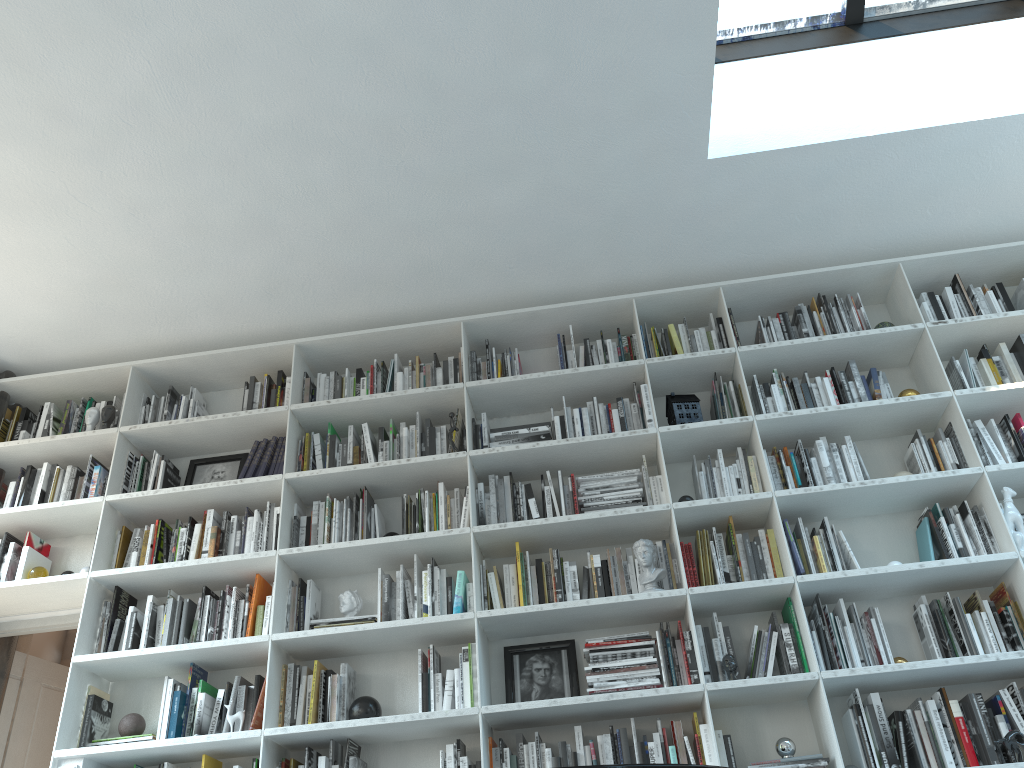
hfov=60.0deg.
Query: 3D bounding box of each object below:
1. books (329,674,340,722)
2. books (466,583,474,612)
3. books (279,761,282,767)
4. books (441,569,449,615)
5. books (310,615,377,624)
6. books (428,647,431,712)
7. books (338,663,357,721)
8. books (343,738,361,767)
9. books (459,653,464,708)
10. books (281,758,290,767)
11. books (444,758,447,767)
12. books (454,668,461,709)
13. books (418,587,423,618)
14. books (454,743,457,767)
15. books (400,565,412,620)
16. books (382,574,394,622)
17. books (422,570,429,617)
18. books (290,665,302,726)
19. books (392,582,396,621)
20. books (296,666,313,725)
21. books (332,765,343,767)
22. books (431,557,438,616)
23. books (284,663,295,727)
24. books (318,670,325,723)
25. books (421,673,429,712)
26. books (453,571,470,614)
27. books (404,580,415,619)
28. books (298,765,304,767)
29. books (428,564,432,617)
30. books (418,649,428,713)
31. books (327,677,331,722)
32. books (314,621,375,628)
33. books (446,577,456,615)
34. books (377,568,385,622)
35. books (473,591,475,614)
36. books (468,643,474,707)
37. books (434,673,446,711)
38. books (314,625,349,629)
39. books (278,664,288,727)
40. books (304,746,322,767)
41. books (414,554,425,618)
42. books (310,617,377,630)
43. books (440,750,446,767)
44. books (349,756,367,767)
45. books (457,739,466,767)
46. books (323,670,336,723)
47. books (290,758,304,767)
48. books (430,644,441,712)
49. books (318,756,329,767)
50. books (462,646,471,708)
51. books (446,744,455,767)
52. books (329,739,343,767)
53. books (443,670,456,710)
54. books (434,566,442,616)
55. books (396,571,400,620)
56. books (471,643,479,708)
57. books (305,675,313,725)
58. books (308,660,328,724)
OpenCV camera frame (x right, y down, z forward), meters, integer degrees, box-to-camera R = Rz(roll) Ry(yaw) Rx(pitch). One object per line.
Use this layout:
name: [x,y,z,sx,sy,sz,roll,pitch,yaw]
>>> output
books: [-0.699,1.309,3.598,0.028,0.215,0.176,-7,-33,4]
books: [-0.165,0.955,3.761,0.027,0.180,0.142,-7,-33,4]
books: [-0.882,1.622,3.442,0.013,0.274,0.148,-7,-33,4]
books: [-0.277,0.941,3.794,0.022,0.255,0.153,-7,-33,4]
books: [-0.699,1.029,3.787,0.285,0.012,0.160,-5,-34,1]
books: [-0.319,1.236,3.604,0.011,0.290,0.156,-7,-33,4]
books: [-0.671,1.293,3.622,0.028,0.264,0.145,-7,-33,4]
books: [-0.633,1.559,3.425,0.050,0.326,0.167,-7,-33,4]
books: [-0.187,1.229,3.566,0.012,0.243,0.172,-7,-33,4]
books: [-0.871,1.612,3.435,0.013,0.281,0.147,-7,-33,4]
books: [-0.236,1.563,3.387,0.015,0.224,0.149,-7,-33,4]
books: [-0.202,1.260,3.561,0.024,0.187,0.173,-7,-33,4]
books: [-0.371,0.980,3.782,0.025,0.188,0.141,-7,-33,4]
books: [-0.200,1.534,3.394,0.010,0.275,0.156,-7,-33,4]
books: [-0.453,0.938,3.795,0.012,0.284,0.168,-7,-33,4]
books: [-0.519,0.962,3.788,0.030,0.246,0.175,-7,-33,4]
books: [-0.350,0.943,3.780,0.028,0.245,0.171,-7,-33,4]
books: [-0.865,1.312,3.636,0.026,0.273,0.155,-7,-33,4]
books: [-0.488,0.982,3.804,0.024,0.225,0.138,-7,-33,4]
books: [-0.835,1.309,3.624,0.036,0.262,0.167,-7,-33,4]
books: [-0.666,1.609,3.418,0.029,0.239,0.136,-7,-33,4]
books: [-0.320,0.916,3.791,0.011,0.299,0.179,-7,-33,4]
books: [-0.891,1.309,3.636,0.025,0.283,0.146,-7,-33,4]
books: [-0.758,1.309,3.616,0.014,0.242,0.154,-7,-33,4]
books: [-0.335,1.276,3.567,0.025,0.185,0.155,-7,-33,4]
books: [-0.213,0.931,3.762,0.060,0.226,0.180,-7,-33,4]
books: [-0.419,0.968,3.790,0.048,0.223,0.150,-7,-33,4]
books: [-0.801,1.616,3.418,0.042,0.246,0.163,-7,-33,4]
books: [-0.332,0.927,3.775,0.012,0.264,0.194,-7,-33,4]
books: [-0.356,1.240,3.599,0.012,0.283,0.160,-7,-33,4]
books: [-0.718,1.317,3.600,0.011,0.206,0.181,-7,-33,4]
books: [-0.697,1.050,3.776,0.254,0.012,0.162,-6,-34,2]
books: [-0.252,0.953,3.783,0.026,0.218,0.150,-7,-33,4]
books: [-0.550,0.953,3.805,0.012,0.283,0.160,-7,-33,4]
books: [-0.140,0.938,3.771,0.026,0.216,0.127,-7,-33,4]
books: [-0.150,1.208,3.571,0.011,0.277,0.188,-7,-33,4]
books: [-0.283,1.279,3.575,0.030,0.182,0.155,-7,-33,4]
books: [-0.697,1.058,3.765,0.254,0.012,0.162,-5,-34,0]
books: [-0.920,1.317,3.646,0.012,0.283,0.160,-7,-33,4]
books: [-0.776,1.585,3.433,0.014,0.311,0.167,-7,-33,4]
books: [-0.395,0.917,3.809,0.010,0.327,0.174,-7,-33,4]
books: [-0.698,1.041,3.784,0.285,0.012,0.160,-8,-34,6]
books: [-0.252,1.548,3.389,0.012,0.252,0.161,-7,-33,4]
books: [-0.593,1.581,3.403,0.027,0.259,0.164,-7,-33,4]
books: [-0.189,1.525,3.394,0.014,0.289,0.132,-7,-33,4]
books: [-0.735,1.313,3.629,0.028,0.246,0.143,-7,-33,4]
books: [-0.830,1.605,3.420,0.012,0.271,0.182,-7,-33,4]
books: [-0.308,1.230,3.602,0.012,0.296,0.167,-7,-33,4]
books: [-0.709,1.593,3.414,0.027,0.267,0.186,-7,-33,4]
books: [-0.168,1.220,3.577,0.027,0.268,0.179,-7,-33,4]
books: [-0.219,1.532,3.382,0.027,0.268,0.159,-7,-33,4]
books: [-0.689,1.576,3.453,0.013,0.337,0.138,-7,-33,4]
books: [-0.242,1.263,3.560,0.057,0.187,0.157,-7,-33,4]
books: [-0.302,0.931,3.780,0.023,0.258,0.171,-7,-33,4]
books: [-0.468,0.954,3.801,0.022,0.265,0.152,-7,-33,4]
books: [-0.134,1.206,3.573,0.021,0.280,0.163,-7,-33,4]
books: [-0.803,1.322,3.615,0.025,0.226,0.154,-7,-33,4]
books: [-0.782,1.288,3.609,0.026,0.273,0.191,-7,-33,4]
